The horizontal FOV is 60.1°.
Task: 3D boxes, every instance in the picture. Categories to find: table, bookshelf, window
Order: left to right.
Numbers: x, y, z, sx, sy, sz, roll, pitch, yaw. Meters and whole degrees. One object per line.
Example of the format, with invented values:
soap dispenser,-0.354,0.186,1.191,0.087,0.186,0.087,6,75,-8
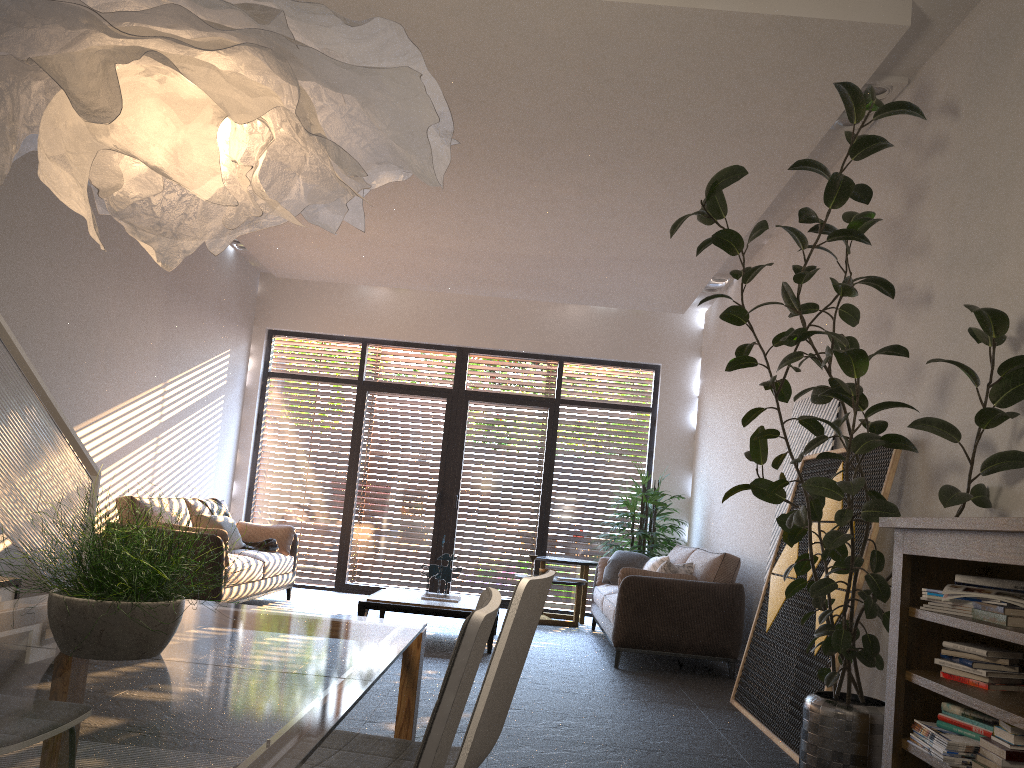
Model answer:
table,-0.783,0.851,1.602,0.997,0.710,1.811,5,-8,2
table,-0.641,1.899,7.193,1.049,0.305,1.123,5,-8,1
window,-0.697,1.003,10.257,4.941,3.013,0.462,5,-5,1
bookshelf,1.578,0.971,2.417,0.451,1.165,1.931,5,-8,2

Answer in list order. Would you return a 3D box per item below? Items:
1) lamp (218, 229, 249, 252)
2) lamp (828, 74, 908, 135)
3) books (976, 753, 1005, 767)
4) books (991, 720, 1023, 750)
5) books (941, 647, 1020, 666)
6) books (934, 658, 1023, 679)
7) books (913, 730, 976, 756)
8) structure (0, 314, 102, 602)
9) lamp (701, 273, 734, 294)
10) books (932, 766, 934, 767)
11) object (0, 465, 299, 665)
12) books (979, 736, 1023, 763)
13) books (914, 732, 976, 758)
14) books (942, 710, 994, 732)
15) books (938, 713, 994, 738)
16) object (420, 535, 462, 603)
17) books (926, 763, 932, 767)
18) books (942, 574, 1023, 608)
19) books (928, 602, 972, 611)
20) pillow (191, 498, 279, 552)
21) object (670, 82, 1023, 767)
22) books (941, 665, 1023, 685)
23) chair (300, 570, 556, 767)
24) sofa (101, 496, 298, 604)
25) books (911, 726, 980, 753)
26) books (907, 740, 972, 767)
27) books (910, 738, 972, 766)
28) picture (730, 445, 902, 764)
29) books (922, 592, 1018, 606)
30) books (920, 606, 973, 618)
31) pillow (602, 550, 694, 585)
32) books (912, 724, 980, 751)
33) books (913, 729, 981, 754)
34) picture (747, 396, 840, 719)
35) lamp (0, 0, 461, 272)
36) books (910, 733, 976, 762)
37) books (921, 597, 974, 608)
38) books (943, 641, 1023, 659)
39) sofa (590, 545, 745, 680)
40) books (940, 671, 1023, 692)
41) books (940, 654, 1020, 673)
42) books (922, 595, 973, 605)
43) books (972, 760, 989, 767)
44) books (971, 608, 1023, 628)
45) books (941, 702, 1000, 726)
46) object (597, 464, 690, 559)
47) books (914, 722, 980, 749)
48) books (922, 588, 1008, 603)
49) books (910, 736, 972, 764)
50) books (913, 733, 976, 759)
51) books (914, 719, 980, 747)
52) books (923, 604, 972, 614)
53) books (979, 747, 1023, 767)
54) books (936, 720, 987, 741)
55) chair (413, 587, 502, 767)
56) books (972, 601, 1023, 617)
lamp,-2.770,-1.464,8.965,0.253,0.066,0.649,5,-8,2
lamp,1.982,-1.591,5.023,0.253,0.066,0.649,5,-8,2
books,1.601,1.194,2.757,0.227,0.023,0.167,6,-8,0
books,1.627,1.096,2.756,0.216,0.069,0.159,4,-8,11
books,1.639,0.952,3.101,0.221,0.023,0.148,-2,-11,42
books,1.637,0.995,3.096,0.175,0.019,0.245,7,-9,-13
books,1.532,1.226,3.010,0.218,0.006,0.306,5,-8,6
structure,-0.904,-3.083,0.987,4.233,8.263,8.512,5,-7,2
lamp,2.035,-1.017,8.855,0.253,0.066,0.649,5,-8,2
books,1.598,1.464,3.152,0.171,0.233,0.101,5,-6,1
object,-0.718,0.338,1.662,0.531,0.365,0.672,6,-8,-3
books,1.604,1.142,2.746,0.225,0.029,0.180,5,-8,4
books,1.532,1.233,3.018,0.218,0.008,0.290,4,-8,7
books,1.624,1.142,2.996,0.193,0.014,0.256,7,-9,-10
books,1.605,1.160,3.000,0.175,0.023,0.250,7,-9,-13
object,-1.281,-1.156,3.277,0.365,4.448,8.969,4,-8,13
books,1.599,1.469,3.221,0.171,0.240,0.085,5,-6,1
books,1.674,0.725,3.036,0.322,0.108,0.275,0,-10,36
books,1.659,0.783,3.057,0.253,0.011,0.319,11,-10,-31
pillow,-2.786,1.419,8.237,0.954,0.704,1.025,2,-8,25
object,1.438,0.166,3.946,0.910,3.182,2.018,8,-7,-21
books,1.636,1.014,3.089,0.155,0.022,0.206,8,-9,-18
chair,-0.254,0.856,1.982,0.601,0.914,0.478,4,-6,11
sofa,-2.625,1.481,7.727,0.993,0.914,2.336,5,-8,2
books,1.527,1.214,3.013,0.218,0.007,0.306,5,-8,5
books,1.522,1.265,3.015,0.218,0.008,0.306,5,-8,1
books,1.523,1.259,3.017,0.218,0.007,0.307,5,-8,6
picture,1.636,1.135,4.932,0.386,1.596,1.506,5,-7,2
books,1.662,0.758,3.105,0.253,0.011,0.319,10,-9,-27
books,1.643,0.806,3.080,0.253,0.011,0.319,9,-9,-25
pillow,1.161,1.653,7.695,0.618,0.341,1.905,5,-8,2
books,1.531,1.207,3.013,0.218,0.007,0.306,5,-8,5
books,1.529,1.222,3.015,0.218,0.008,0.290,5,-8,5
picture,1.800,1.052,5.705,0.207,2.008,0.963,5,-6,2
lamp,-0.435,-2.785,1.959,1.117,5.185,1.068,4,-6,12
books,1.524,1.243,3.019,0.218,0.013,0.307,5,-8,6
books,1.652,0.778,3.101,0.253,0.011,0.320,8,-9,-17
books,1.645,0.930,3.097,0.155,0.020,0.206,7,-9,-13
sofa,1.269,1.843,7.638,0.993,0.914,2.336,5,-8,2
books,1.640,1.036,3.087,0.159,0.021,0.225,7,-9,-13
books,1.637,0.975,3.106,0.162,0.023,0.233,5,-8,2
books,1.654,0.765,3.087,0.253,0.011,0.319,10,-9,-27
books,1.590,1.221,2.748,0.243,0.034,0.181,5,-8,3
books,1.633,0.763,2.866,0.179,0.034,0.244,5,-8,5
books,1.627,1.122,3.000,0.194,0.028,0.246,8,-9,-18
object,1.365,1.692,9.291,0.982,1.714,0.915,10,-7,-33
books,1.536,1.200,3.013,0.218,0.007,0.307,5,-8,6
books,1.665,0.749,3.114,0.253,0.011,0.319,9,-9,-22
books,1.524,1.251,3.016,0.218,0.008,0.307,5,-8,6
books,1.530,1.238,3.018,0.218,0.008,0.290,4,-8,7
books,1.535,1.191,3.013,0.218,0.013,0.307,5,-8,6
books,1.650,0.795,3.072,0.253,0.011,0.319,10,-10,-29
books,1.612,1.170,2.748,0.243,0.023,0.176,4,-8,8
books,1.602,1.183,2.998,0.175,0.023,0.250,8,-9,-18
chair,-0.359,0.738,1.253,0.601,0.914,0.478,5,-6,2
books,1.631,0.735,2.877,0.166,0.023,0.229,5,-8,6
